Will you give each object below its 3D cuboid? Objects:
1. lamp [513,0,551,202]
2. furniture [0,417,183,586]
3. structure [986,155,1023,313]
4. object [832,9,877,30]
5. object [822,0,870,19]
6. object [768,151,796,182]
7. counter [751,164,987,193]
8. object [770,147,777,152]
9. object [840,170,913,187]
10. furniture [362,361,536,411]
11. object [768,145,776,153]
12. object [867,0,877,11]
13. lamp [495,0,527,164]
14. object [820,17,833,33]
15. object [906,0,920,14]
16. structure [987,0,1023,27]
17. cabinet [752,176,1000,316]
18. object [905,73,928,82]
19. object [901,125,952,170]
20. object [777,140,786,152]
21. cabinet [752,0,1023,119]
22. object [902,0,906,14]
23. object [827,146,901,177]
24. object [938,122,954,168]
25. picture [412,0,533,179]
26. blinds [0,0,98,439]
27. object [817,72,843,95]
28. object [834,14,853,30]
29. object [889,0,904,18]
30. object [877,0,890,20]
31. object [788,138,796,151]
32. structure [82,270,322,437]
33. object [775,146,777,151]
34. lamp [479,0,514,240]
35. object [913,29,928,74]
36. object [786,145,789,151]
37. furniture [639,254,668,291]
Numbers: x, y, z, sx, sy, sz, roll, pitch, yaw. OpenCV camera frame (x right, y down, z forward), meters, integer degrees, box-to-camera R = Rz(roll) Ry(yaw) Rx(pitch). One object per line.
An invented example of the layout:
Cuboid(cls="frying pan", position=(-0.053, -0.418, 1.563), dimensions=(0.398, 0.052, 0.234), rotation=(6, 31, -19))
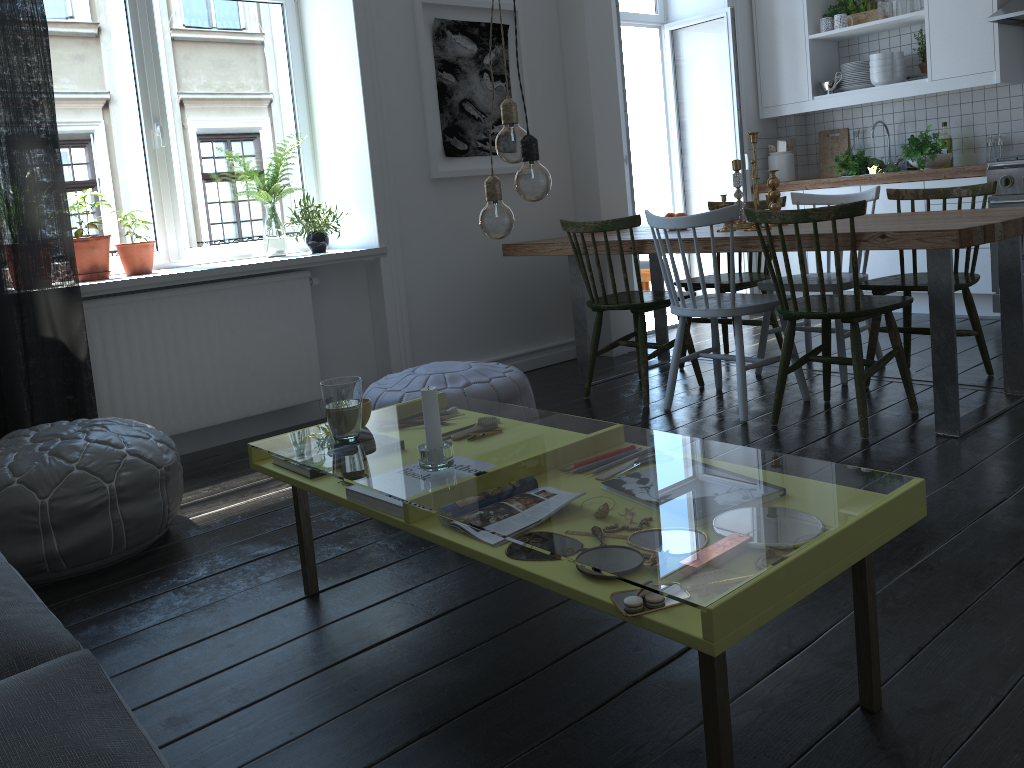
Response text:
Cuboid(cls="lamp", position=(-0.023, -1.103, 1.715), dimensions=(0.074, 1.480, 0.087), rotation=(-4, 5, 11))
Cuboid(cls="furniture", position=(-1.363, 0.322, 2.685), dimensions=(0.688, 0.377, 0.682), rotation=(-14, 13, -39))
Cuboid(cls="structure", position=(3.092, -0.868, 4.795), dimensions=(0.730, 1.007, 0.702), rotation=(-12, 10, -40))
Cuboid(cls="object", position=(2.291, -2.386, 5.823), dimensions=(0.155, 0.102, 0.395), rotation=(-13, 14, -39))
Cuboid(cls="object", position=(2.235, -2.479, 5.873), dimensions=(0.347, 0.251, 0.166), rotation=(3, 11, 40))
Cuboid(cls="object", position=(1.889, -1.521, 6.170), dimensions=(0.175, 0.205, 0.175), rotation=(-11, 10, -35))
Cuboid(cls="counter", position=(2.747, -1.220, 5.036), dimensions=(0.857, 0.073, 3.113), rotation=(-15, 15, -38))
Cuboid(cls="object", position=(1.862, -1.548, 6.188), dimensions=(0.061, 0.248, 0.118), rotation=(-6, 7, -10))
Cuboid(cls="object", position=(2.356, -1.310, 5.709), dimensions=(0.358, 0.110, 0.373), rotation=(-15, 15, -39))
Cuboid(cls="furniture", position=(-0.213, 0.141, 3.069), dimensions=(0.611, 0.414, 0.623), rotation=(4, 14, 44))
Cuboid(cls="object", position=(1.839, -1.549, 6.178), dimensions=(0.054, 0.259, 0.151), rotation=(-3, 7, 25))
Cuboid(cls="object", position=(2.342, -2.444, 5.729), dimensions=(0.060, 0.222, 0.061), rotation=(-2, 7, 33))
Cuboid(cls="lamp", position=(-0.064, -1.192, 1.764), dimensions=(0.074, 1.480, 0.075), rotation=(-5, 5, 7))
Cuboid(cls="object", position=(2.083, -2.366, 5.829), dimensions=(0.083, 0.099, 0.110), rotation=(-3, 9, 19))
Cuboid(cls="object", position=(2.456, -2.320, 5.398), dimensions=(0.086, 0.118, 0.087), rotation=(-3, 8, 19))
Cuboid(cls="structure", position=(2.966, -2.659, 4.726), dimensions=(0.534, 1.289, 0.635), rotation=(-11, 8, -40))
Cuboid(cls="cabinet", position=(2.836, -0.807, 5.107), dimensions=(0.735, 0.803, 3.206), rotation=(-10, 12, -31))
Cuboid(cls="object", position=(2.533, -1.895, 5.459), dimensions=(0.246, 0.042, 0.281), rotation=(5, 16, 42))
Cuboid(cls="object", position=(2.534, -1.449, 5.397), dimensions=(0.272, 0.266, 0.343), rotation=(2, 12, 40))
Cuboid(cls="object", position=(1.892, -1.568, 6.174), dimensions=(0.064, 0.286, 0.143), rotation=(-3, 7, 24))
Cuboid(cls="cabinet", position=(2.949, -1.532, 4.776), dimensions=(0.787, 2.340, 3.811), rotation=(-10, 11, -35))
Cuboid(cls="object", position=(2.433, -2.336, 5.482), dimensions=(0.086, 0.118, 0.087), rotation=(-3, 8, 19))
Cuboid(cls="object", position=(2.281, -1.387, 5.681), dimensions=(0.468, 0.304, 0.288), rotation=(-1, 9, 23))
Cuboid(cls="object", position=(2.720, -1.502, 5.526), dimensions=(0.066, 0.279, 0.067), rotation=(0, 8, 45))
Cuboid(cls="picture", position=(-0.194, -1.526, 4.559), dimensions=(0.695, 0.877, 0.083), rotation=(-12, 8, -40))
Cuboid(cls="blinds", position=(-1.923, -0.994, 2.888), dimensions=(0.813, 2.939, 0.112), rotation=(-11, 7, -41))
Cuboid(cls="object", position=(2.100, -1.974, 5.801), dimensions=(0.103, 0.133, 0.211), rotation=(-9, 11, -27))
Cuboid(cls="object", position=(2.151, -2.351, 5.725), dimensions=(0.108, 0.099, 0.084), rotation=(2, 11, 39))
Cuboid(cls="object", position=(2.366, -2.317, 5.423), dimensions=(0.086, 0.118, 0.087), rotation=(-8, 8, -17))
Cuboid(cls="object", position=(2.322, -2.329, 5.497), dimensions=(0.086, 0.118, 0.087), rotation=(-8, 8, -17))
Cuboid(cls="object", position=(1.936, -1.571, 6.164), dimensions=(0.130, 0.292, 0.057), rotation=(-2, 7, 29))
Cuboid(cls="structure", position=(-1.263, -0.113, 3.721), dimensions=(1.077, 0.620, 0.073), rotation=(-14, 10, -40))
Cuboid(cls="object", position=(1.910, -1.554, 6.198), dimensions=(0.034, 0.247, 0.118), rotation=(-10, 8, -39))
Cuboid(cls="lamp", position=(-0.091, -1.039, 1.789), dimensions=(0.089, 1.480, 0.075), rotation=(-7, 6, -16))
Cuboid(cls="object", position=(2.626, -2.080, 5.522), dimensions=(0.171, 0.361, 0.167), rotation=(-6, 6, -3))
Cuboid(cls="object", position=(1.935, -1.550, 6.174), dimensions=(0.050, 0.244, 0.116), rotation=(-4, 7, 15))
Cuboid(cls="furniture", position=(0.968, -0.855, 7.221), dimensions=(0.405, 0.370, 0.924), rotation=(-13, 13, -39))
